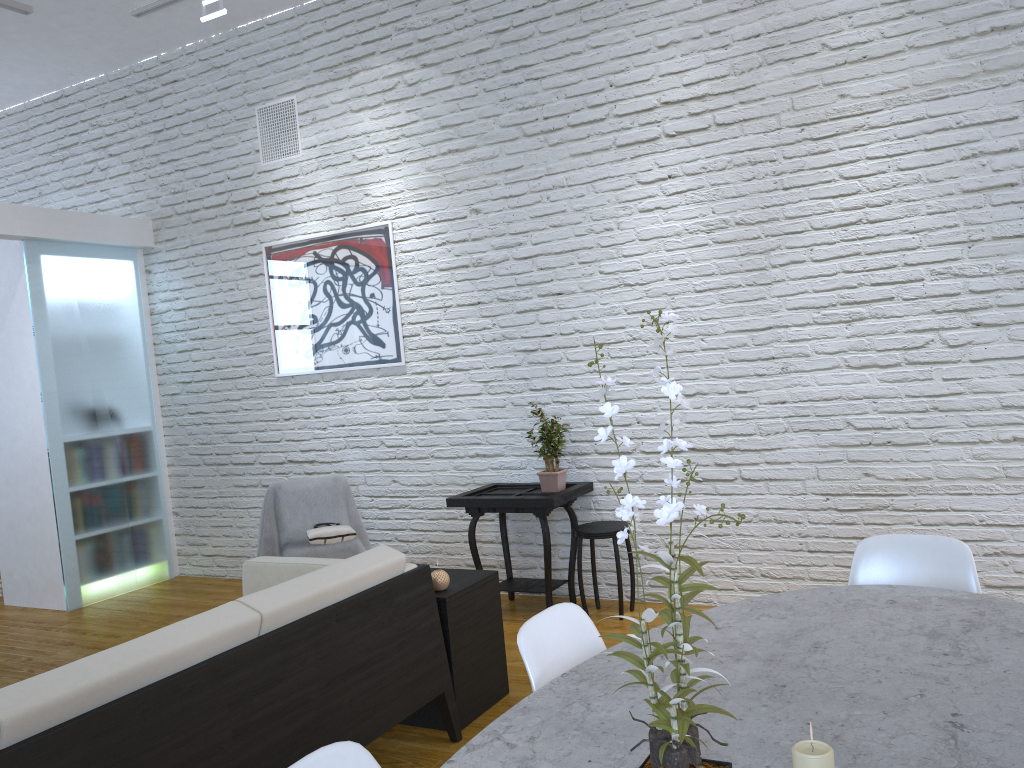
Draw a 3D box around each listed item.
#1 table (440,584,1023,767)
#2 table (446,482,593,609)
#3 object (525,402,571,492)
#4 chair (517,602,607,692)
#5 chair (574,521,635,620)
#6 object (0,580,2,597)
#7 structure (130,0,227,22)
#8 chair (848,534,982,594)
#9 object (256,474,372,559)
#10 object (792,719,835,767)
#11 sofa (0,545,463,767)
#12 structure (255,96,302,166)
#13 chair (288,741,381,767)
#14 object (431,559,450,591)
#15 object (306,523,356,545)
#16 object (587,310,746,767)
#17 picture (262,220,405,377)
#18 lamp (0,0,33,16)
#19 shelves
[{"bbox_3d":[0.450,0.825,1.174,1.071,0.624,1.905,-4,2,28],"label":"table"},{"bbox_3d":[0.065,0.793,4.240,0.564,0.579,0.439,-4,3,29],"label":"table"},{"bbox_3d":[0.176,0.295,4.236,0.175,0.437,0.237,-8,4,-37],"label":"object"},{"bbox_3d":[0.247,0.617,1.665,0.419,0.352,0.404,-4,3,32],"label":"chair"},{"bbox_3d":[0.430,0.852,4.051,0.262,0.409,0.261,-5,3,10],"label":"chair"},{"bbox_3d":[-3.553,0.344,5.546,0.924,2.019,0.051,-3,4,28],"label":"object"},{"bbox_3d":[-0.306,-2.032,3.818,3.908,0.183,0.052,-4,3,29],"label":"structure"},{"bbox_3d":[0.877,0.552,1.970,0.406,0.352,0.418,-4,3,31],"label":"chair"},{"bbox_3d":[-0.962,0.823,4.444,0.644,0.688,0.635,-6,3,-23],"label":"object"},{"bbox_3d":[0.322,0.442,0.938,0.059,0.177,0.059,-4,3,14],"label":"object"},{"bbox_3d":[-1.664,0.960,2.412,9.731,0.680,5.324,-4,2,29],"label":"sofa"},{"bbox_3d":[-1.316,-1.424,5.002,0.308,0.335,0.010,-4,4,29],"label":"structure"},{"bbox_3d":[-0.094,0.664,1.080,0.419,0.352,0.404,-4,3,28],"label":"chair"},{"bbox_3d":[-0.247,0.641,2.985,0.071,0.104,0.071,-7,4,-34],"label":"object"},{"bbox_3d":[-0.911,0.735,4.380,0.232,0.085,0.224,-6,2,-25],"label":"object"},{"bbox_3d":[0.206,0.220,1.136,0.166,0.639,0.202,-7,4,-33],"label":"object"},{"bbox_3d":[-1.008,-0.453,4.930,0.921,0.770,0.010,-4,4,29],"label":"picture"},{"bbox_3d":[-3.017,-1.600,2.853,0.205,0.487,3.110,-4,2,26],"label":"lamp"},{"bbox_3d":[-0.431,0.930,3.220,0.730,0.452,0.348,-4,3,29],"label":"shelves"}]
